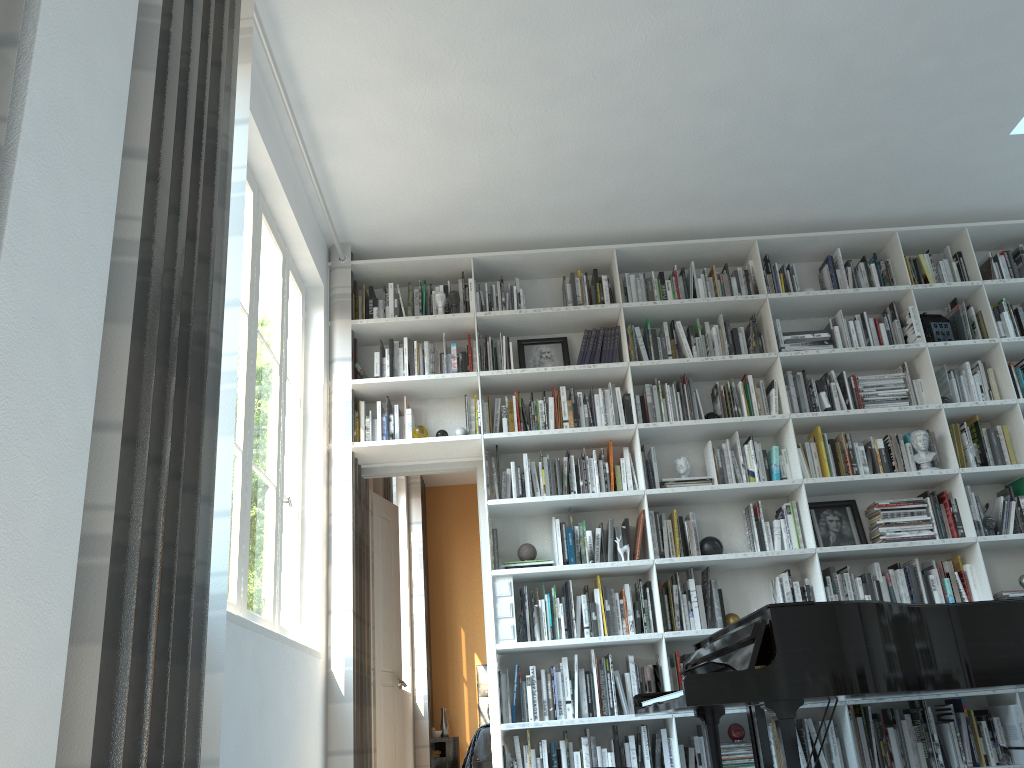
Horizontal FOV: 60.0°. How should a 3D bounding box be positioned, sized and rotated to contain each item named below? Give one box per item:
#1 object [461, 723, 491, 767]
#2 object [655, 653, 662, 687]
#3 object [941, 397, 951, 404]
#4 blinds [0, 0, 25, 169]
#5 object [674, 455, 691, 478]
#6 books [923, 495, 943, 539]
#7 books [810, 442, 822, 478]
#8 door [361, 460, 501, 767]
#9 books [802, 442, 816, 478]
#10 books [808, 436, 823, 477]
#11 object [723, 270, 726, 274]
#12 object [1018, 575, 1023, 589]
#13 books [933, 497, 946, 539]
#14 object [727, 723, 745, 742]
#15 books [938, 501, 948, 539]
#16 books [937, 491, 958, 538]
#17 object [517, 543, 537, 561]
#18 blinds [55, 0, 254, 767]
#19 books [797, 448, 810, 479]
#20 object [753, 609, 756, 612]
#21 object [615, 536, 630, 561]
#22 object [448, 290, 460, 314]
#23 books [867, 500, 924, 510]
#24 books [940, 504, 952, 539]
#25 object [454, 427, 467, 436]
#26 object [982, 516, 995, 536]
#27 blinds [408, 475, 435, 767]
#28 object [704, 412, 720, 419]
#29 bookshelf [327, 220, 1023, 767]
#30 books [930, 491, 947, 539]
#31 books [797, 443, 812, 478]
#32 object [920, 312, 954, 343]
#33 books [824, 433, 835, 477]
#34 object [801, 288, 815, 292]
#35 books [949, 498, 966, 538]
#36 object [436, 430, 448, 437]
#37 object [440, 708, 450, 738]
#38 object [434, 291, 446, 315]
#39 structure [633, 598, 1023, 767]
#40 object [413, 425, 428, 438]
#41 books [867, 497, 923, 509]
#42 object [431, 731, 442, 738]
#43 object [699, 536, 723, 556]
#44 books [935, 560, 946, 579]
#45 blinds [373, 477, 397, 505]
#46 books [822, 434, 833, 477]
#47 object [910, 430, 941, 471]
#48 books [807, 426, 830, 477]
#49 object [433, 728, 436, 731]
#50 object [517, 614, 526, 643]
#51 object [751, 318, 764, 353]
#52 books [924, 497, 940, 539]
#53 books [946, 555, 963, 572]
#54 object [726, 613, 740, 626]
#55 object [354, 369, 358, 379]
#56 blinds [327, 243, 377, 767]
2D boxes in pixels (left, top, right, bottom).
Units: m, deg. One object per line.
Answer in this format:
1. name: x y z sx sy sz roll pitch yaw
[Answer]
1. object: 0.313 2.980 7.526 1.481 0.538 1.457 -3 -22 -2
2. object: 0.757 1.537 4.554 0.017 0.289 0.089 -4 -21 -1
3. object: 2.421 0.107 4.968 0.072 0.072 0.072 14 -28 -39
4. blinds: -0.905 -0.748 1.118 0.183 3.247 1.030 -3 -21 -2
5. object: 0.953 0.469 4.944 0.095 0.156 0.121 -9 -22 12
6. books: 2.271 0.753 4.819 0.011 0.259 0.185 -4 -21 -1
7. books: 1.677 0.464 4.945 0.029 0.239 0.156 -4 -21 -1
8. door: -0.511 1.530 5.130 0.834 1.972 0.789 -4 -21 -1
9. books: 1.649 0.464 4.952 0.026 0.247 0.139 -4 -21 -1
10. books: 1.696 0.447 4.965 0.010 0.282 0.137 -4 -21 -1
11. object: 1.284 -0.539 5.338 0.010 0.245 0.158 -4 -21 -1
12. object: 2.672 1.026 4.609 0.072 0.072 0.072 14 -28 -39
13. books: 2.295 0.758 4.829 0.013 0.255 0.163 -4 -21 -1
14. object: 1.115 1.732 4.410 0.086 0.086 0.086 5 -23 -22
15. books: 2.319 0.770 4.831 0.013 0.231 0.135 -4 -21 -1
16. books: 2.349 0.739 4.822 0.011 0.278 0.186 -4 -21 -1
17. object: 0.081 0.908 4.754 0.105 0.106 0.106 5 -23 -22
18. blinds: -0.904 -0.232 2.352 0.140 3.217 0.779 -4 -21 -1
19. books: 1.598 0.478 4.924 0.053 0.208 0.157 -4 -21 -1
20. object: 1.268 1.211 4.571 0.060 0.094 0.078 -10 -22 14
21. object: 0.577 0.863 4.620 0.081 0.139 0.044 2 -22 -16
22. object: -0.334 -0.454 5.154 0.067 0.197 0.068 -22 -27 38
23. books: 2.097 0.669 4.859 0.254 0.012 0.161 -3 -22 -4
24. books: 2.336 0.775 4.827 0.021 0.216 0.132 -4 -21 -1
25. object: -0.289 0.278 4.985 0.071 0.072 0.072 5 -23 -22
26. object: 2.509 0.749 4.653 0.054 0.113 0.080 -3 -21 -2
27. blinds: -0.882 2.297 8.656 0.140 3.217 0.779 -4 -21 -1
28. object: 1.128 0.207 5.002 0.097 0.098 0.097 14 -28 -39
29. bookshelf: 2.171 0.603 4.819 6.296 3.129 0.331 -4 -21 -1
30. books: 2.305 0.742 4.834 0.011 0.287 0.152 -4 -21 -1
31. books: 1.615 0.466 4.941 0.042 0.241 0.163 -4 -21 -1
32. object: 2.461 -0.303 5.159 0.135 0.247 0.136 0 -22 -11
33. books: 1.744 0.434 4.938 0.010 0.279 0.171 -4 -21 -1
34. object: 1.765 -0.521 5.280 0.105 0.105 0.105 5 -23 -22
35. books: 2.373 0.757 4.804 0.034 0.228 0.200 -4 -22 -1
36. object: -0.394 0.293 5.001 0.071 0.072 0.072 5 -23 -22
37. object: -0.643 3.226 8.451 0.091 0.267 0.091 16 -29 -42
38. object: -0.415 -0.449 5.153 0.067 0.197 0.068 -22 -27 38
39. structure: 1.521 1.307 3.408 1.918 0.829 1.340 -4 -22 -1
40. object: -0.511 0.275 4.956 0.087 0.087 0.087 14 -28 -39
41. books: 2.096 0.657 4.861 0.254 0.012 0.161 -5 -22 2
42. object: -0.713 3.290 8.320 0.118 0.061 0.119 -6 -22 6
43. object: 1.066 0.885 4.759 0.134 0.134 0.134 14 -28 -39
44. books: 2.285 1.090 4.710 0.010 0.283 0.132 -4 -21 -1
45. blinds: -0.891 1.252 6.053 0.140 3.217 0.779 -4 -21 -1
46. books: 1.722 0.436 4.922 0.015 0.265 0.190 -4 -21 -1
47. object: 2.235 0.374 4.827 0.137 0.243 0.138 11 -26 -33
48. books: 1.706 0.414 4.931 0.014 0.316 0.188 -4 -21 -1
49. object: -0.777 3.317 8.433 0.106 0.103 0.106 -6 -22 6
50. object: 0.046 1.243 4.495 0.045 0.146 0.045 -20 -26 34
51. object: 1.412 -0.263 5.075 0.075 0.253 0.075 4 -23 -21
52. books: 2.260 0.758 4.820 0.012 0.253 0.161 -4 -21 -1
53. books: 2.375 1.073 4.707 0.011 0.299 0.150 -4 -21 -1
54. object: 1.149 1.243 4.629 0.091 0.091 0.091 5 -23 -22
55. object: -0.919 -0.083 5.154 0.035 0.294 0.177 -4 -21 -1
56. blinds: -0.895 0.812 4.955 0.140 3.217 0.779 -4 -21 -1
